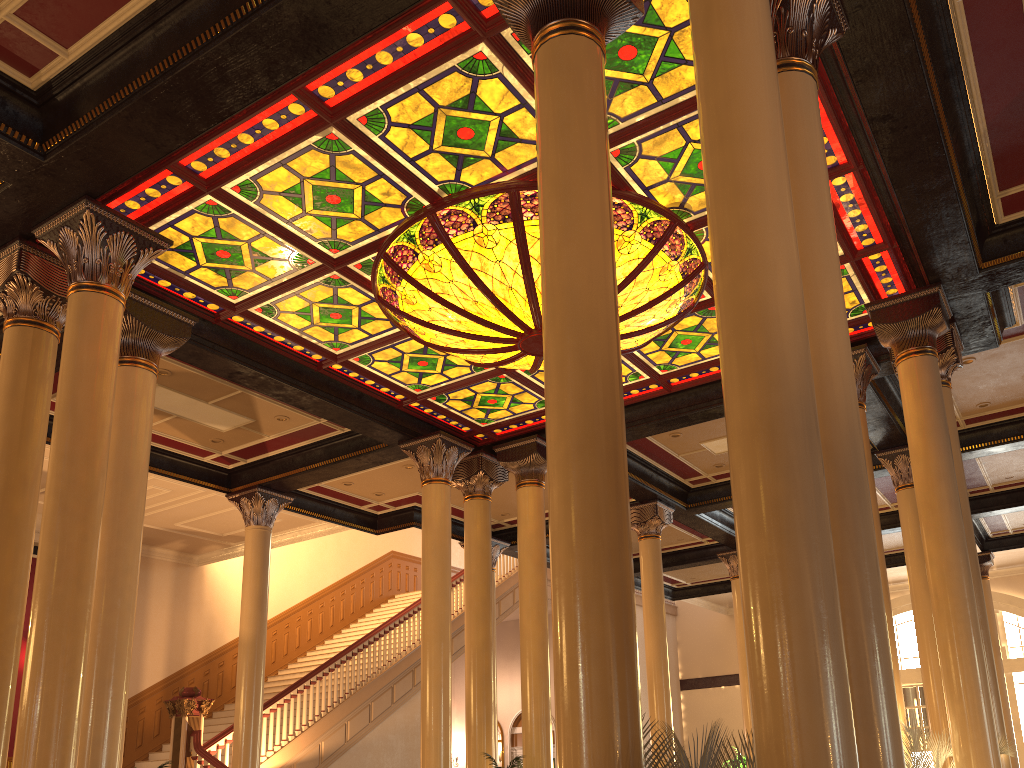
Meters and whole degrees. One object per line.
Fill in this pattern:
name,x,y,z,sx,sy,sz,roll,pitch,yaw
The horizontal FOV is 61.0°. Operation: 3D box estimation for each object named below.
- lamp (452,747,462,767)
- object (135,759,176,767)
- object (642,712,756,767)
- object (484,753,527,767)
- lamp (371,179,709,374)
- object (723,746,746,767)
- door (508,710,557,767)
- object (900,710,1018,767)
lamp,-1.470,9.656,22.494,0.363,0.476,0.286,-14,-21,30
object,-2.468,3.622,5.816,1.018,2.056,1.149,-9,-18,20
object,0.605,2.441,3.689,1.795,2.172,2.208,-15,-23,33
object,-0.134,5.030,9.296,1.092,2.056,1.073,1,-17,-9
lamp,0.270,-0.622,7.774,2.945,0.576,3.206,-16,-27,27
object,4.470,8.066,16.726,1.092,2.056,1.073,1,-17,-9
door,0.563,9.719,21.497,1.447,3.324,0.214,-13,-18,31
object,3.297,3.784,7.041,2.019,2.158,1.934,-9,-20,19
